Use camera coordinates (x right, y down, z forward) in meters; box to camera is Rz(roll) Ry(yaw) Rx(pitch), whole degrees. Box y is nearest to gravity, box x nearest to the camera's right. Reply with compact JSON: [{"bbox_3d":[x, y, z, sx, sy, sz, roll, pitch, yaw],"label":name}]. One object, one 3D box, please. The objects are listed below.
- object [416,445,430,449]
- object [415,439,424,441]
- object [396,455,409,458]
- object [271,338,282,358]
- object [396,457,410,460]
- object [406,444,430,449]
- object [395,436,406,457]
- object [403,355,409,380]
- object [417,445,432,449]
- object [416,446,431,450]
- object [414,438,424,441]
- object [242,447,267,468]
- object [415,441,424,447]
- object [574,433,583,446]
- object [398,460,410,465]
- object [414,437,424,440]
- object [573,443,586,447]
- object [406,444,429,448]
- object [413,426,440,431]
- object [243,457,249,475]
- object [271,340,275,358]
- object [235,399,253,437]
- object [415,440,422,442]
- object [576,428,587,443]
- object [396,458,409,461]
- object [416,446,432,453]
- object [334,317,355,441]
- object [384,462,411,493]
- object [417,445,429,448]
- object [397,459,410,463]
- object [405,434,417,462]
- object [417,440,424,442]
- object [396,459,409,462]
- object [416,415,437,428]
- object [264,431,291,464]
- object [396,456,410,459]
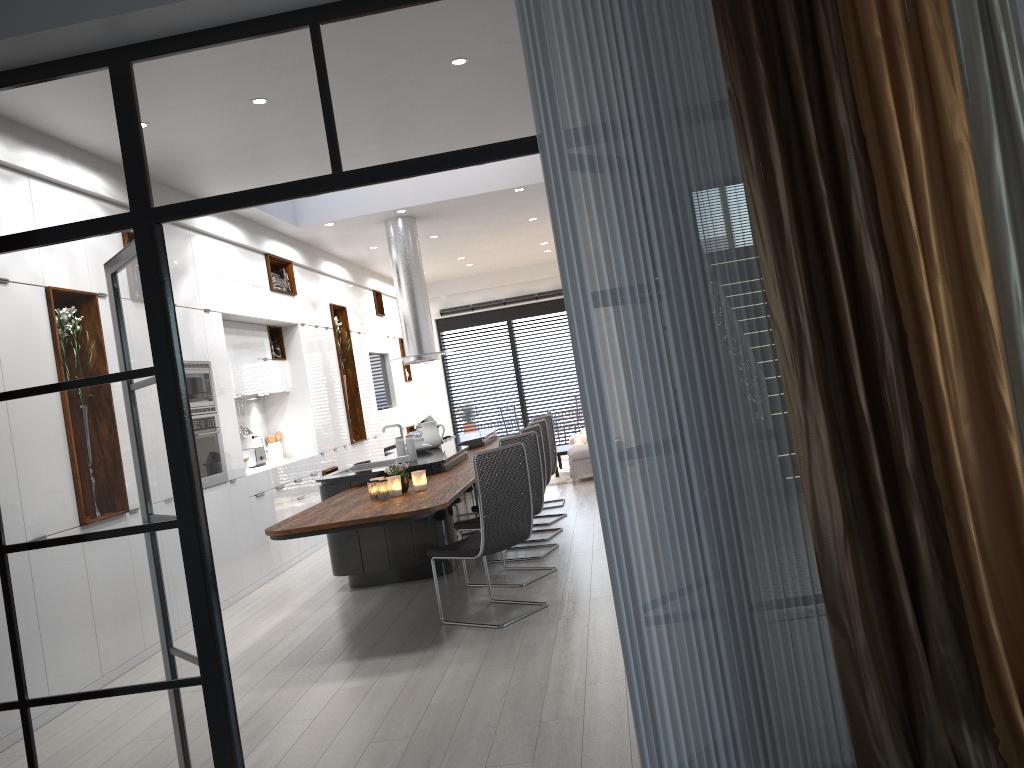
[{"bbox_3d":[-0.872,0.594,8.204,0.229,0.016,0.229,-9,0,3],"label":"object"},{"bbox_3d":[-0.879,0.543,8.206,0.138,0.051,0.138,-9,0,-14],"label":"object"},{"bbox_3d":[-0.863,0.583,6.990,0.111,0.023,0.111,-9,0,18],"label":"object"},{"bbox_3d":[-2.582,-0.379,9.633,0.123,0.231,0.123,-9,-1,7],"label":"object"},{"bbox_3d":[-0.861,0.596,6.990,0.111,0.023,0.111,-9,0,18],"label":"object"},{"bbox_3d":[-0.873,0.584,8.204,0.229,0.016,0.229,-9,0,3],"label":"object"},{"bbox_3d":[-0.895,0.528,7.139,0.071,0.219,0.070,-8,-1,-30],"label":"object"},{"bbox_3d":[-1.766,-0.368,14.617,0.480,0.627,0.315,-9,-1,-3],"label":"object"},{"bbox_3d":[-0.870,0.604,8.204,0.263,0.033,0.265,-9,0,42],"label":"object"},{"bbox_3d":[-0.869,0.611,8.204,0.263,0.033,0.265,-9,0,42],"label":"object"},{"bbox_3d":[-0.880,0.538,8.206,0.138,0.051,0.138,-9,0,-14],"label":"object"},{"bbox_3d":[-2.611,0.746,8.991,0.176,0.195,0.260,-9,0,6],"label":"object"},{"bbox_3d":[-0.877,0.560,8.205,0.138,0.051,0.138,-9,0,-14],"label":"object"},{"bbox_3d":[0.925,0.787,12.394,0.110,0.183,0.119,-9,-1,11],"label":"object"},{"bbox_3d":[-0.857,0.621,6.989,0.111,0.023,0.111,-9,0,18],"label":"object"},{"bbox_3d":[-0.881,0.532,8.206,0.138,0.051,0.138,-9,0,-14],"label":"object"},{"bbox_3d":[0.991,0.854,12.576,0.334,0.030,0.582,-9,0,-31],"label":"object"},{"bbox_3d":[-0.874,0.580,8.204,0.229,0.016,0.229,-9,0,3],"label":"object"},{"bbox_3d":[-0.919,0.539,9.705,0.253,0.147,0.265,-9,0,-41],"label":"object"},{"bbox_3d":[-2.525,0.758,7.870,0.380,0.148,0.263,-9,0,6],"label":"object"},{"bbox_3d":[-2.605,-0.396,9.440,0.124,0.275,0.124,-9,-1,-6],"label":"object"},{"bbox_3d":[-2.737,0.345,8.982,0.069,0.389,0.320,-9,-1,7],"label":"object"},{"bbox_3d":[-0.878,0.549,8.205,0.138,0.051,0.138,-9,0,-14],"label":"object"},{"bbox_3d":[1.232,0.821,13.649,0.417,0.355,0.761,-9,0,14],"label":"object"},{"bbox_3d":[-0.860,0.602,6.990,0.111,0.023,0.111,-9,0,18],"label":"object"},{"bbox_3d":[-0.868,0.617,8.204,0.263,0.033,0.265,-9,0,42],"label":"object"},{"bbox_3d":[-2.149,-0.066,11.215,0.321,1.615,0.323,-10,-2,32],"label":"object"},{"bbox_3d":[-0.730,0.604,5.755,0.151,0.206,0.157,-10,-1,23],"label":"object"},{"bbox_3d":[-0.872,0.589,8.204,0.229,0.016,0.229,-9,0,3],"label":"object"},{"bbox_3d":[-0.858,0.615,6.989,0.111,0.023,0.111,-9,0,18],"label":"object"},{"bbox_3d":[-0.813,0.515,7.140,0.070,0.219,0.071,-10,-1,32],"label":"object"},{"bbox_3d":[-0.878,0.555,8.205,0.138,0.051,0.138,-9,0,-14],"label":"object"},{"bbox_3d":[-0.859,0.609,6.990,0.111,0.023,0.111,-9,0,18],"label":"object"},{"bbox_3d":[-0.940,0.456,9.704,0.248,0.212,0.256,-10,-1,41],"label":"object"},{"bbox_3d":[-2.556,0.676,9.537,0.220,0.316,0.330,-9,-1,6],"label":"object"},{"bbox_3d":[-0.862,0.589,6.990,0.111,0.023,0.111,-9,0,18],"label":"object"}]
